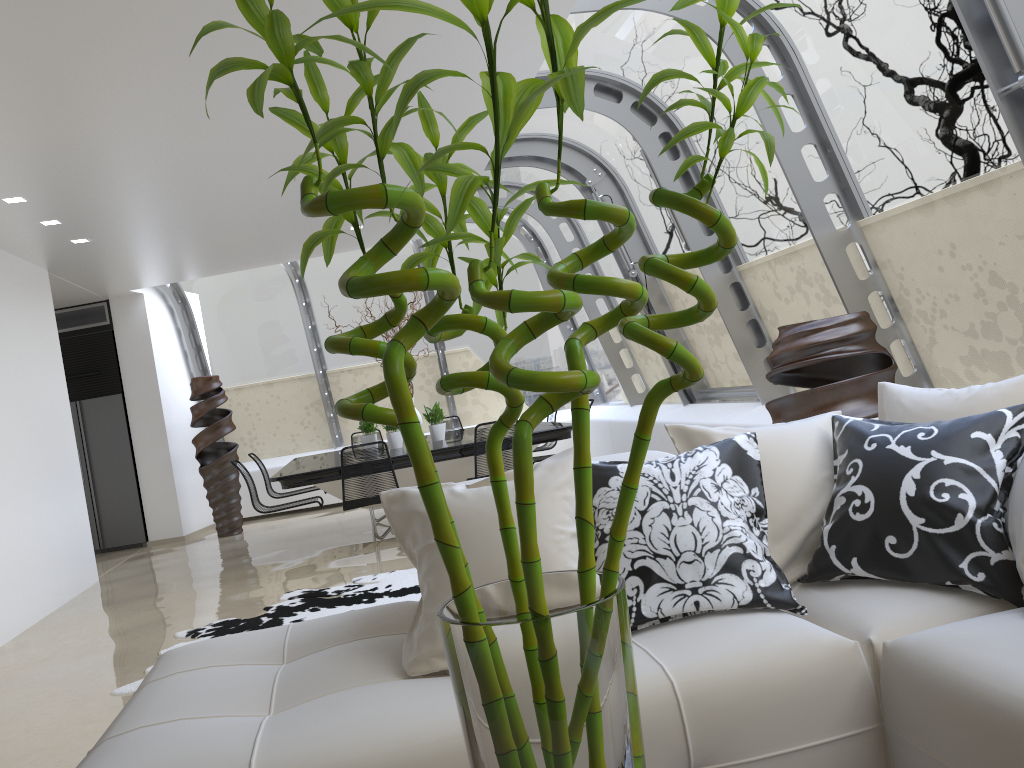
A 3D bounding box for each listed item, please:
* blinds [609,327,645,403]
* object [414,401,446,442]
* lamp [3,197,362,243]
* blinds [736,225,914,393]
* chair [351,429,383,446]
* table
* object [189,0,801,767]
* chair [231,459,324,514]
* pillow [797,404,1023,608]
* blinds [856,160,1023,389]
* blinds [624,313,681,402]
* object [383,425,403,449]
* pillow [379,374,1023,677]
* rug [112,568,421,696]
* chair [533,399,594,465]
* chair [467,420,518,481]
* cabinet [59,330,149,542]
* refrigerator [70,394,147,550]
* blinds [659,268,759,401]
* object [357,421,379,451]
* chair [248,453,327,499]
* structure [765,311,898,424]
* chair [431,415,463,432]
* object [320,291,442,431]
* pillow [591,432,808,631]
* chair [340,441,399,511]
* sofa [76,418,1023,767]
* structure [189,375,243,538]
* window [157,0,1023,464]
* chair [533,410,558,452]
[{"bbox_3d":[1.363,0.260,10.426,0.663,2.118,1.829,-9,0,-10],"label":"blinds"},{"bbox_3d":[-0.796,0.309,8.328,0.417,0.476,0.238,-9,0,18],"label":"object"},{"bbox_3d":[-5.298,-0.883,2.912,9.775,0.004,9.928,-9,0,-10],"label":"lamp"},{"bbox_3d":[1.971,-0.381,5.675,0.329,1.027,1.430,-9,0,-10],"label":"blinds"},{"bbox_3d":[-1.587,0.783,9.874,0.446,0.519,0.688,-9,0,-10],"label":"chair"},{"bbox_3d":[-0.846,0.939,8.442,2.494,0.759,3.031,-9,0,-10],"label":"table"},{"bbox_3d":[0.003,-0.033,0.957,0.673,1.546,0.584,-9,0,29],"label":"object"},{"bbox_3d":[-2.014,0.853,7.638,0.688,0.519,0.446,-9,0,-10],"label":"chair"},{"bbox_3d":[1.088,0.320,2.375,0.405,0.483,0.599,-9,0,-42],"label":"pillow"},{"bbox_3d":[2.244,-0.428,4.161,0.329,1.027,1.430,-9,0,-10],"label":"blinds"},{"bbox_3d":[1.424,-0.289,8.704,0.329,1.027,1.430,-9,0,-10],"label":"blinds"},{"bbox_3d":[-1.096,0.410,8.136,0.215,0.369,0.284,-9,0,23],"label":"object"},{"bbox_3d":[1.202,0.259,1.743,1.656,0.530,3.322,-9,0,-40],"label":"pillow"},{"bbox_3d":[-0.464,1.255,5.052,3.220,0.008,2.705,-9,0,-10],"label":"rug"},{"bbox_3d":[0.427,0.448,8.091,0.688,0.519,0.446,-9,0,-10],"label":"chair"},{"bbox_3d":[-0.133,0.540,6.962,0.446,0.519,0.688,-9,0,-10],"label":"chair"},{"bbox_3d":[-5.493,0.811,10.743,2.252,2.558,0.831,-9,0,4],"label":"cabinet"},{"bbox_3d":[-4.867,1.051,10.408,1.006,1.742,0.234,-9,0,3],"label":"refrigerator"},{"bbox_3d":[1.654,-0.423,7.182,0.387,1.214,1.376,-9,0,-10],"label":"blinds"},{"bbox_3d":[-1.373,0.456,8.524,0.215,0.369,0.284,-9,0,28],"label":"object"},{"bbox_3d":[-2.241,0.891,8.894,0.688,0.519,0.446,-9,0,-10],"label":"chair"},{"bbox_3d":[1.549,0.312,4.167,0.672,1.258,0.674,-9,0,-33],"label":"structure"},{"bbox_3d":[-0.688,0.634,10.040,0.446,0.519,0.688,-9,0,-10],"label":"chair"},{"bbox_3d":[-1.215,-0.170,8.452,1.031,1.549,1.135,-9,0,-18],"label":"object"},{"bbox_3d":[0.440,0.417,2.454,0.604,0.471,0.394,-9,0,5],"label":"pillow"},{"bbox_3d":[-1.101,0.701,6.782,0.446,0.519,0.688,-9,0,-10],"label":"chair"},{"bbox_3d":[0.714,0.624,1.297,3.257,0.866,4.169,-9,0,-10],"label":"sofa"},{"bbox_3d":[-3.349,0.821,10.086,0.498,1.843,0.493,-9,0,1],"label":"structure"},{"bbox_3d":[-5.174,0.584,4.851,16.693,3.674,16.171,-9,0,-4],"label":"window"},{"bbox_3d":[0.201,0.486,9.346,0.688,0.519,0.446,-9,0,-10],"label":"chair"}]
